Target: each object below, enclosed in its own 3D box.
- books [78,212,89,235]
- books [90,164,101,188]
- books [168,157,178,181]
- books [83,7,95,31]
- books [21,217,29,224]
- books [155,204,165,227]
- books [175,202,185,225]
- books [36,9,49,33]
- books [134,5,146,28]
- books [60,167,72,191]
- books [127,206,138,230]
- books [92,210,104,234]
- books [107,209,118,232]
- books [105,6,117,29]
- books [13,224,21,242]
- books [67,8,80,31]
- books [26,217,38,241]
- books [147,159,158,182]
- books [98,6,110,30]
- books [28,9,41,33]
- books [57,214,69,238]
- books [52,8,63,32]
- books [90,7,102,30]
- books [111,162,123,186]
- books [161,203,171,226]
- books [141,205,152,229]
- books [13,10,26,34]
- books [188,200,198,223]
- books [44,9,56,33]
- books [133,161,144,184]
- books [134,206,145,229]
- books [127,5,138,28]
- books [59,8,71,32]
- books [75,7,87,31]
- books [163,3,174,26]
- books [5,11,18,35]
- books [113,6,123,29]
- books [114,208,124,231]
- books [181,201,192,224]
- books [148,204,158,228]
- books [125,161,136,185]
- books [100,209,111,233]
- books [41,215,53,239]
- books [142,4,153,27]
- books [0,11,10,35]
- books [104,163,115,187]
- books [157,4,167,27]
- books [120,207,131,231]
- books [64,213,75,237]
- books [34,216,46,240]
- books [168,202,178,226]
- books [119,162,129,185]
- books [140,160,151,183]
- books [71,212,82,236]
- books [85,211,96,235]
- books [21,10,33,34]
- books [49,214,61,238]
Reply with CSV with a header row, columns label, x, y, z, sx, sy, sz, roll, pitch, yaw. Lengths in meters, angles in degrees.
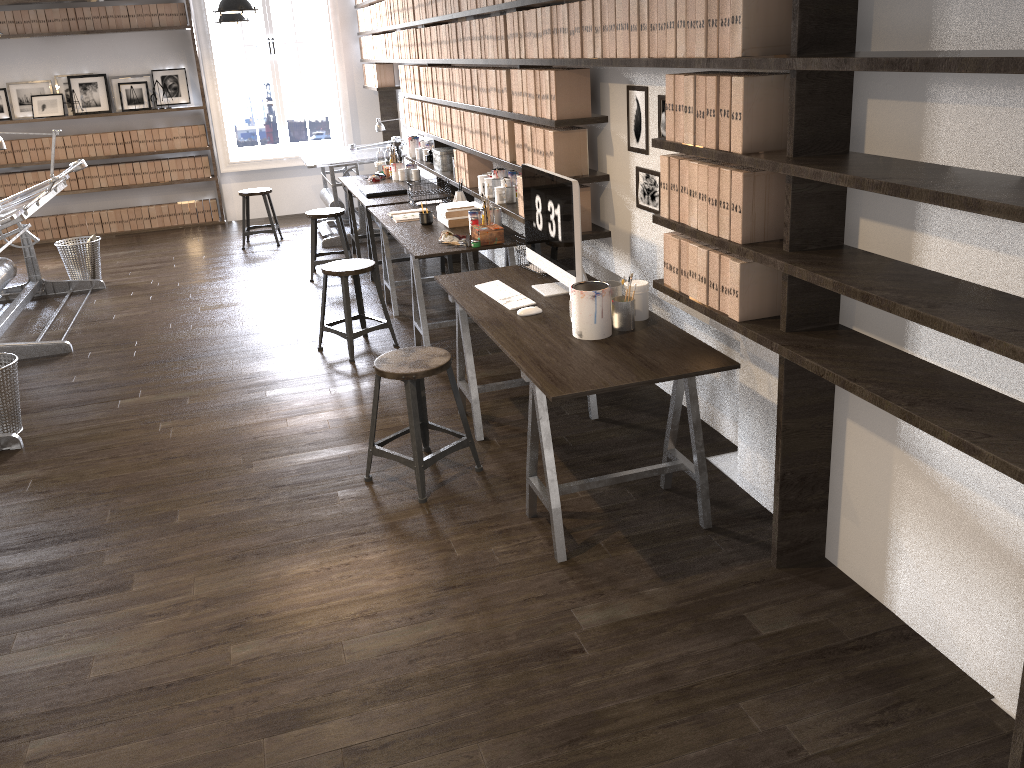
label,x,y,z,sx,sy,sz,roll,pitch,yaw
books,-4.567,-1.712,9.454,0.067,0.222,0.177,-9,20,-15
books,-4.394,-2.195,9.357,0.067,0.222,0.177,-9,20,-15
books,-3.654,-2.322,9.565,0.067,0.222,0.177,-9,20,-15
books,-4.259,-3.677,8.931,0.067,0.222,0.177,-9,20,-15
books,-5.100,-1.622,9.307,0.067,0.222,0.177,-9,20,-15
books,-3.838,-1.838,9.660,0.067,0.222,0.177,-9,20,-15
books,-3.643,-1.872,9.715,0.067,0.222,0.177,-9,20,-15
books,-4.660,-3.608,8.818,0.067,0.222,0.177,-9,20,-15
books,-3.801,-3.756,9.061,0.067,0.222,0.177,-9,20,-15
books,-4.667,-2.150,9.284,0.067,0.222,0.177,-9,20,-15
books,-4.101,-1.795,9.590,0.067,0.222,0.177,-9,20,-15
books,-4.430,-1.737,9.495,0.067,0.222,0.177,-9,20,-15
books,-4.290,-1.761,9.534,0.067,0.222,0.177,-9,20,-15
books,-4.059,-3.710,8.985,0.067,0.222,0.177,-9,20,-15
books,-5.165,-1.613,9.294,0.067,0.222,0.177,-9,20,-15
books,-4.398,-3.653,8.892,0.067,0.222,0.177,-9,20,-15
books,-5.037,-1.635,9.330,0.067,0.222,0.177,-9,20,-15
books,-3.858,-2.289,9.512,0.067,0.222,0.177,-9,20,-15
books,-4.125,-3.701,8.972,0.067,0.222,0.177,-9,20,-15
books,-4.730,-3.597,8.802,0.067,0.222,0.177,-9,20,-15
books,-4.761,-1.680,9.401,0.067,0.222,0.177,-9,20,-15
books,-4.532,-3.631,8.858,0.067,0.222,0.177,-9,20,-15
books,-4.192,-3.690,8.954,0.067,0.222,0.177,-9,20,-15
books,-4.194,-2.231,9.418,0.067,0.222,0.177,-9,20,-15
books,-3.773,-1.848,9.674,0.067,0.222,0.177,-9,20,-15
books,-3.966,-1.815,9.621,0.067,0.222,0.177,-9,20,-15
books,-4.863,-3.575,8.767,0.067,0.222,0.177,-9,20,-15
books,-3.508,-1.895,9.753,0.067,0.222,0.177,-9,20,-15
books,-4.591,-3.619,8.837,0.067,0.222,0.177,-9,20,-15
books,-3.992,-2.264,9.468,0.067,0.222,0.177,-9,20,-15
books,-4.034,-1.805,9.606,0.067,0.222,0.177,-9,20,-15
books,-3.867,-3.743,9.039,0.067,0.222,0.177,-9,20,-15
books,-4.470,-3.643,8.877,0.067,0.222,0.177,-9,20,-15
books,-4.328,-3.667,8.917,0.067,0.222,0.177,-9,20,-15
books,-3.534,-3.799,9.129,0.067,0.222,0.177,-9,20,-15
books,-4.929,-3.563,8.745,0.067,0.222,0.177,-9,20,-15
books,-3.997,-3.722,9.007,0.067,0.222,0.177,-9,20,-15
books,-4.231,-1.772,9.552,0.067,0.222,0.177,-9,20,-15
books,-3.574,-1.882,9.730,0.067,0.222,0.177,-9,20,-15
books,-3.898,-1.828,9.642,0.067,0.222,0.177,-9,20,-15
books,-4.060,-2.252,9.449,0.067,0.222,0.177,-9,20,-15
books,-4.359,-1.749,9.513,0.067,0.222,0.177,-9,20,-15
books,-4.901,-1.657,9.364,0.067,0.222,0.177,-9,20,-15
books,-3.735,-3.768,9.081,0.067,0.222,0.177,-9,20,-15
books,-4.999,-3.551,8.728,0.067,0.222,0.177,-9,20,-15
books,-4.261,-2.221,9.401,0.067,0.222,0.177,-9,20,-15
books,-3.597,-3.788,9.112,0.067,0.222,0.177,-9,20,-15
books,-4.166,-1.781,9.565,0.067,0.222,0.177,-9,20,-15
books,-4.692,-1.694,9.426,0.067,0.222,0.177,-9,20,-15
books,-4.969,-1.647,9.349,0.067,0.222,0.177,-9,20,-15
books,-3.711,-1.861,9.697,0.067,0.222,0.177,-9,20,-15
books,-4.122,-2.243,9.436,0.067,0.222,0.177,-9,20,-15
books,-3.924,-2.276,9.490,0.067,0.222,0.177,-9,20,-15
books,-4.629,-1.704,9.441,0.067,0.222,0.177,-9,20,-15
books,-4.498,-1.724,9.473,0.067,0.222,0.177,-9,20,-15
books,-4.797,-3.587,8.787,0.067,0.222,0.177,-9,20,-15
books,-4.834,-1.670,9.387,0.067,0.222,0.177,-9,20,-15
